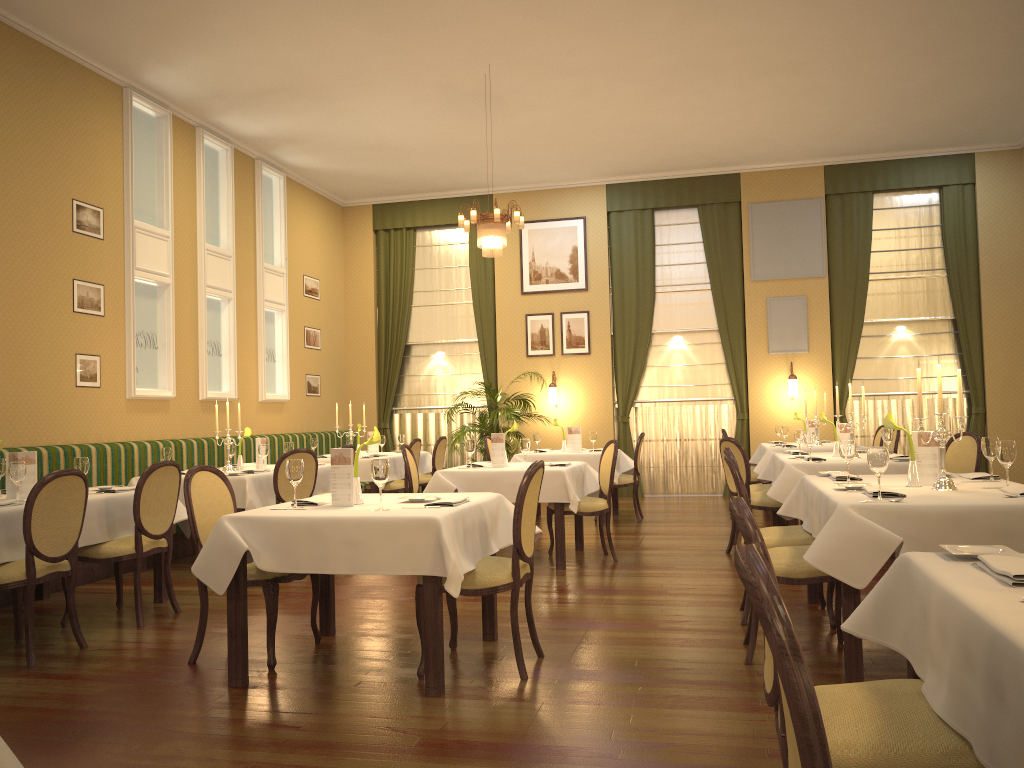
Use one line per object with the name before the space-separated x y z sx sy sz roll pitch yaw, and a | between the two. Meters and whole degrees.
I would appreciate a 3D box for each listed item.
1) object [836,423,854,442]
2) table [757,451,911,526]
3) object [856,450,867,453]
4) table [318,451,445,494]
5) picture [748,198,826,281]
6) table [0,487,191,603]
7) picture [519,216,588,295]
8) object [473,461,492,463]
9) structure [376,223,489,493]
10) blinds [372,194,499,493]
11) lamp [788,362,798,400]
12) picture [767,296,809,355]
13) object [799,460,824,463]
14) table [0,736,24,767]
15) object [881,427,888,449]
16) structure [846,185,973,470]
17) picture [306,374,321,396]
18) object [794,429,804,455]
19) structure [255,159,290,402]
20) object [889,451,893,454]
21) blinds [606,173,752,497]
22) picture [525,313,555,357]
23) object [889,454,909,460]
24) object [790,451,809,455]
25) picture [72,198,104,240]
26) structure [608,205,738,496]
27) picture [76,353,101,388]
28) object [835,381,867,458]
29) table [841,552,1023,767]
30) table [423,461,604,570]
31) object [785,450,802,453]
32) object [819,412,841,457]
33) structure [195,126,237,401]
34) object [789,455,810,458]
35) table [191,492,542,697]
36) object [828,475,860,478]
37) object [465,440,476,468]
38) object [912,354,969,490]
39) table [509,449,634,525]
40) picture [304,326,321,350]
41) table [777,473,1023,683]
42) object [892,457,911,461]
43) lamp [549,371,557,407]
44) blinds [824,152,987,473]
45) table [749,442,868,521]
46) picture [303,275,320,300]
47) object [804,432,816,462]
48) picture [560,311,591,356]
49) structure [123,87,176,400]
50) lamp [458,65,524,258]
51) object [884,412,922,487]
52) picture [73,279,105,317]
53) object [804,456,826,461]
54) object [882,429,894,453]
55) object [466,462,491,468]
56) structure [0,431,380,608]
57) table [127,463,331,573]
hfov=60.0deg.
object | 2.801 0.466 7.385 0.166 0.277 0.081 -1 -2 -15
table | 2.791 0.977 7.345 1.385 0.759 2.152 -2 -2 13
object | 3.071 0.603 7.898 0.160 0.024 0.160 -2 -2 13
table | -1.680 1.214 10.447 1.385 0.759 2.152 -2 -2 13
picture | 3.701 -1.941 11.932 0.966 1.057 0.027 -2 -2 13
table | -2.911 1.050 5.188 1.385 0.759 2.152 -2 -2 13
picture | 0.589 -1.830 12.659 0.966 1.057 0.027 -2 -2 13
object | -0.241 0.682 7.616 0.160 0.024 0.160 -2 -2 13
structure | -1.087 -0.576 13.201 1.942 4.511 0.123 -2 -2 13
blinds | -1.112 -0.592 13.090 1.934 4.537 0.225 -2 -2 12
lamp | 3.684 -0.037 11.724 0.114 0.513 0.323 -2 -2 2
picture | 3.698 -0.789 11.897 0.512 0.769 0.027 -2 -2 13
object | 2.246 0.583 6.661 0.181 0.015 0.038 -2 -2 15
table | -1.419 0.851 0.961 1.389 0.759 1.395 -2 -2 15
object | 3.197 0.484 7.568 0.088 0.229 0.088 0 -2 -29
structure | 5.160 -0.799 11.740 1.898 4.511 0.137 -2 -2 13
picture | -2.743 0.020 12.237 0.008 0.294 0.437 -2 -2 13
object | 2.497 0.508 7.703 0.088 0.229 0.088 0 -2 -29
structure | -3.057 -1.266 11.162 0.200 2.985 0.670 -2 -2 13
object | 3.231 0.595 7.752 0.142 0.024 0.273 -2 -2 13
blinds | 2.300 -0.714 12.285 1.878 4.537 0.129 -2 -2 13
picture | 0.401 -0.699 12.671 0.412 0.619 0.022 -2 -2 13
object | 2.964 0.564 6.841 0.142 0.033 0.273 -2 -2 13
object | 2.557 0.615 7.896 0.142 0.033 0.273 -2 -2 13
picture | -3.796 -1.471 7.946 0.008 0.294 0.401 -2 -2 13
structure | 2.320 -0.698 12.401 1.900 4.511 0.134 -2 -2 13
picture | -3.763 -0.116 7.878 0.008 0.294 0.313 -2 -2 13
object | 2.740 0.272 7.164 0.390 0.655 0.131 0 -3 -43
table | 1.422 0.795 1.496 1.385 0.759 2.152 -2 -2 13
table | 0.058 1.048 7.269 1.389 0.759 1.395 -2 -2 15
object | 2.589 0.626 8.165 0.160 0.024 0.160 -2 -2 13
object | 2.649 0.419 7.372 0.163 0.375 0.076 -3 -3 35
structure | -3.347 -1.304 9.927 0.200 2.985 0.661 -2 -2 13
object | 2.358 0.599 7.257 0.160 0.024 0.160 -2 -2 13
table | -0.635 0.956 4.310 1.389 0.759 1.395 -2 -2 15
object | 1.929 0.535 5.144 0.181 0.015 0.038 -2 -2 15
object | -0.333 0.564 7.154 0.088 0.229 0.088 0 -3 -35
object | 2.059 0.181 4.253 0.390 0.655 0.131 0 -3 -43
table | 0.672 1.130 9.895 1.389 0.759 1.395 -2 -2 15
picture | -2.757 -0.631 12.275 0.008 0.294 0.504 -2 -2 13
table | 2.109 0.886 4.435 1.385 0.759 2.152 -2 -2 13
object | 2.886 0.557 6.530 0.160 0.024 0.160 -2 -2 13
lamp | 0.574 0.074 12.449 0.114 0.513 0.323 -2 -2 2
blinds | 5.140 -0.816 11.623 1.876 4.537 0.129 -2 -2 13
table | 3.400 1.059 9.948 1.385 0.759 2.152 -2 -2 13
picture | -2.776 -1.335 12.302 0.008 0.294 0.504 -2 -2 13
object | 2.269 0.479 6.749 0.088 0.229 0.088 0 -2 -29
picture | 0.896 -0.717 12.556 0.412 0.619 0.022 -2 -2 13
structure | -3.619 -1.341 8.762 0.200 2.985 0.687 -2 -2 13
lamp | -0.211 -2.116 8.467 0.593 1.796 0.593 -2 -2 11
object | 1.967 0.328 4.462 0.163 0.375 0.076 -3 -3 35
picture | -3.777 -0.767 7.920 0.008 0.294 0.401 -2 -2 13
object | 2.372 0.584 6.944 0.142 0.033 0.273 -2 -2 13
object | 2.982 0.470 7.034 0.088 0.229 0.088 0 -3 -35
object | -0.273 0.670 7.347 0.142 0.033 0.273 -2 -2 13
structure | -3.726 0.977 6.118 0.850 1.031 14.516 -2 -2 13
table | -2.295 1.132 7.819 1.385 0.759 2.152 -2 -2 13
